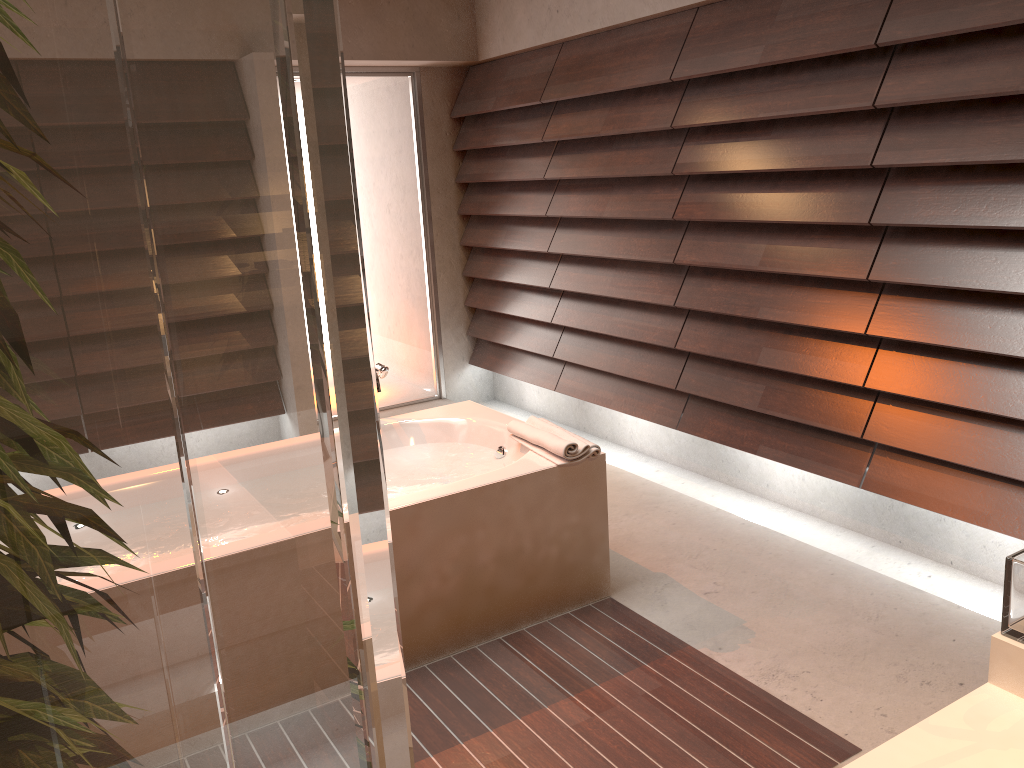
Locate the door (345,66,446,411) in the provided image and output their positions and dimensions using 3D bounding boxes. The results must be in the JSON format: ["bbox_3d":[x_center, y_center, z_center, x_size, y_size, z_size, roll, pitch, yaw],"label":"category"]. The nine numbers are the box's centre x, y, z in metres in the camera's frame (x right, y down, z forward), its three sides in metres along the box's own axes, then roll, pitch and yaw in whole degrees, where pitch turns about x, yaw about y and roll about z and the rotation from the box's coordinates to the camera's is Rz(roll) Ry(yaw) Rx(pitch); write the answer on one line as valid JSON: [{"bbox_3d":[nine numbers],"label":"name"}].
[{"bbox_3d":[-0.928,-0.797,5.187,1.007,2.000,0.090,-12,16,-30],"label":"door"}]

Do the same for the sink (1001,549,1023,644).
[{"bbox_3d":[0.948,0.276,1.236,0.486,0.357,0.340,-12,16,-30],"label":"sink"}]

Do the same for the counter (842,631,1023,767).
[{"bbox_3d":[-0.059,0.919,0.738,2.931,0.686,0.350,-12,16,-30],"label":"counter"}]

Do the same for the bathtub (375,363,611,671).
[{"bbox_3d":[-0.804,0.426,2.778,2.000,0.761,0.994,-12,16,-30],"label":"bathtub"}]

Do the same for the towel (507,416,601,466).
[{"bbox_3d":[0.130,0.173,2.917,0.159,0.068,0.396,-10,15,-24],"label":"towel"}]
